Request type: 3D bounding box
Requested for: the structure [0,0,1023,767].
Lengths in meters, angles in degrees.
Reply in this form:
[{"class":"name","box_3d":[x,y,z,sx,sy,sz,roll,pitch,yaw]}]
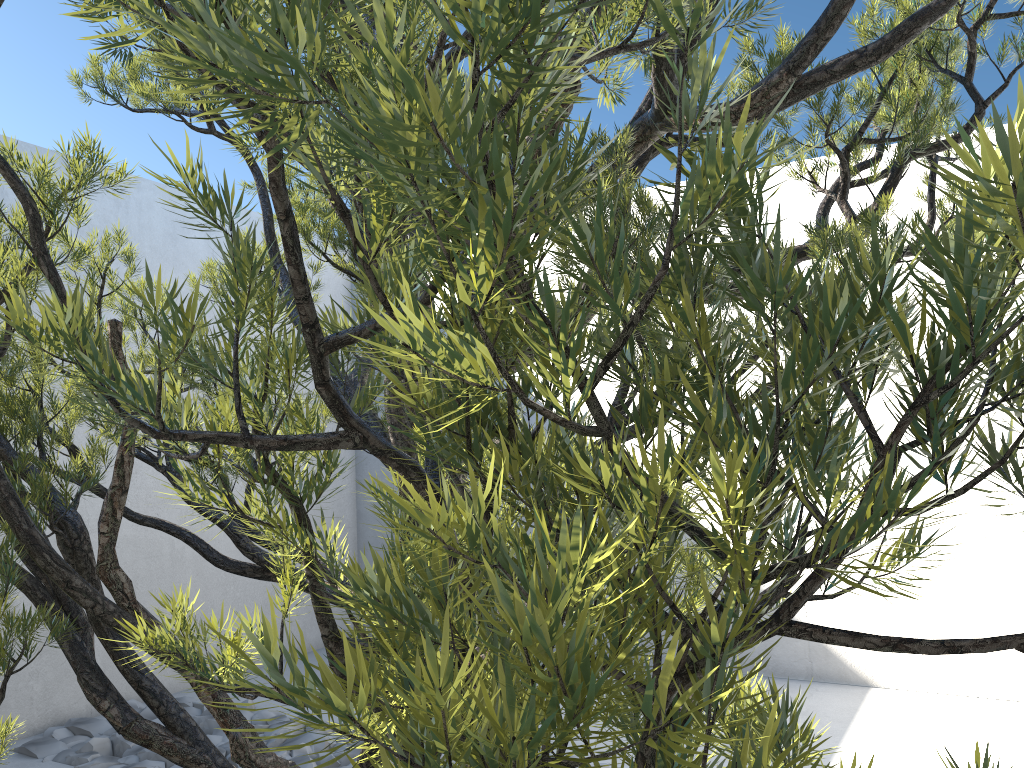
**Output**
[{"class":"structure","box_3d":[-0.134,-0.107,1.588,2.522,3.465,2.589,-2,-2,22]}]
